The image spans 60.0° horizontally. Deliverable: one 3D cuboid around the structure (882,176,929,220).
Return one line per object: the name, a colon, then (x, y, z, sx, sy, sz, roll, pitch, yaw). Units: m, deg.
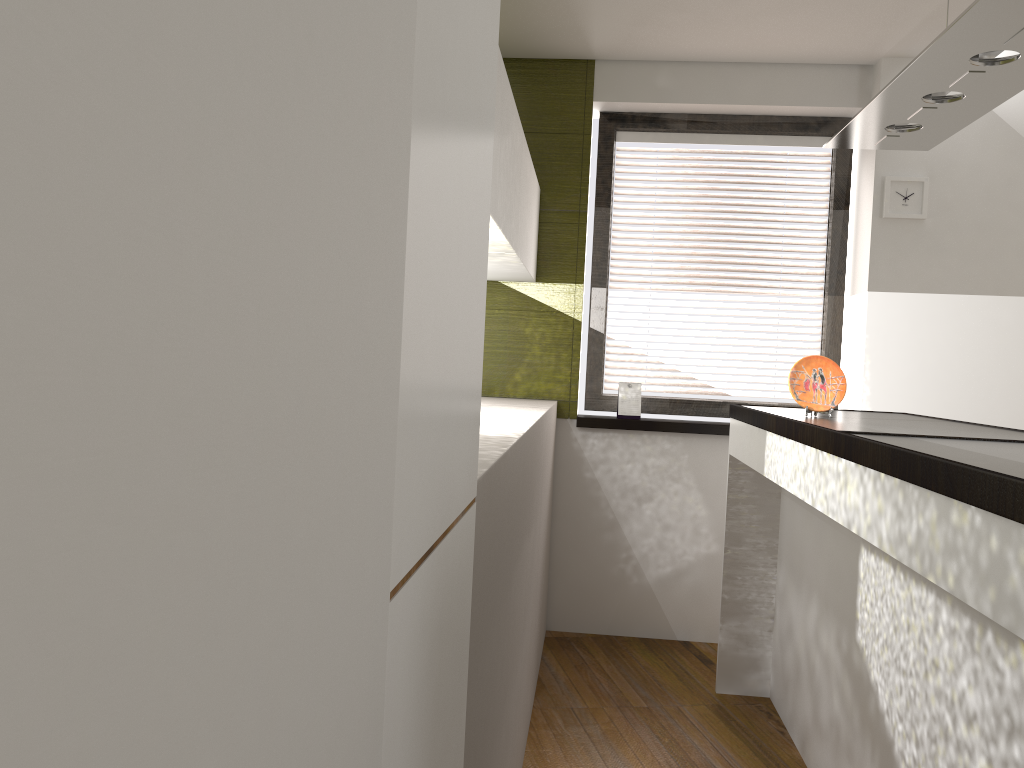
structure: (1.720, -0.813, 3.875, 0.180, 0.180, 0.026, 3, 1, 5)

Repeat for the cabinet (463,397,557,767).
cabinet: (-0.178, 0.636, 2.703, 0.465, 1.086, 2.940, 3, 1, 5)

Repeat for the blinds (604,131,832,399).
blinds: (-1.503, -3.278, 7.407, 9.030, 12.704, 16.000, 4, 2, 45)

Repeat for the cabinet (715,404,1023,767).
cabinet: (1.022, 0.688, 1.986, 0.663, 1.134, 2.947, 3, 1, 5)

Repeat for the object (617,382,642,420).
object: (0.548, 0.078, 4.140, 0.106, 0.169, 0.057, 3, 1, 0)

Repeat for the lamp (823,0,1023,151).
lamp: (1.099, -1.069, 1.981, 0.326, 0.683, 1.677, 3, 1, 5)

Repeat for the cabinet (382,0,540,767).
cabinet: (-0.299, 0.134, 2.437, 0.724, 2.089, 3.471, 3, 1, 5)

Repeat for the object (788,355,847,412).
object: (0.956, -0.002, 2.778, 0.184, 0.178, 0.055, 3, 1, 1)

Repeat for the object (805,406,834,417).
object: (0.955, 0.036, 2.778, 0.088, 0.131, 0.072, 3, 1, 0)
